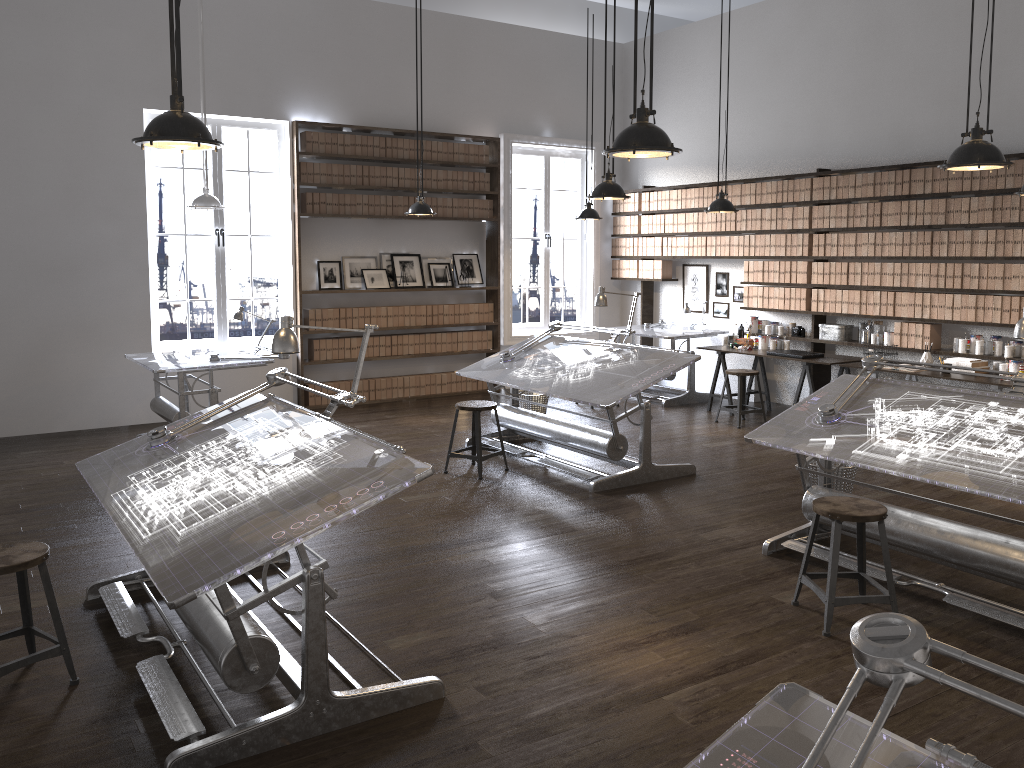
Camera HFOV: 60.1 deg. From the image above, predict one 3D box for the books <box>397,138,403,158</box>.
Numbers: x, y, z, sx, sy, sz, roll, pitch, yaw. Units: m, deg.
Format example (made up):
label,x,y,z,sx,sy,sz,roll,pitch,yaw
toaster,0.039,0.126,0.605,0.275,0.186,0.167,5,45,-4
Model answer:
label,x,y,z,sx,sy,sz,roll,pitch,yaw
books,-1.277,-2.611,9.856,0.067,0.224,0.175,-4,7,-33

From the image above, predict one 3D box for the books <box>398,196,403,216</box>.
label,x,y,z,sx,sy,sz,roll,pitch,yaw
books,-1.287,-1.986,9.913,0.067,0.224,0.175,-4,7,-33

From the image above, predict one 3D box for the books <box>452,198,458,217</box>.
label,x,y,z,sx,sy,sz,roll,pitch,yaw
books,-0.701,-2.040,10.288,0.067,0.225,0.175,-4,7,-33

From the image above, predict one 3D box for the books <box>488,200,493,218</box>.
label,x,y,z,sx,sy,sz,roll,pitch,yaw
books,-0.298,-2.078,10.553,0.067,0.224,0.175,-4,7,-33

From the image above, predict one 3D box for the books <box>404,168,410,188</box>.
label,x,y,z,sx,sy,sz,roll,pitch,yaw
books,-1.212,-2.301,9.931,0.067,0.224,0.175,-4,7,-33

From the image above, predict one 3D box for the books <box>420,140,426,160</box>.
label,x,y,z,sx,sy,sz,roll,pitch,yaw
books,-1.039,-2.634,10.015,0.067,0.224,0.175,-4,7,-33

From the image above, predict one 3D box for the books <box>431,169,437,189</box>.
label,x,y,z,sx,sy,sz,roll,pitch,yaw
books,-0.926,-2.328,10.114,0.067,0.225,0.175,-4,7,-33

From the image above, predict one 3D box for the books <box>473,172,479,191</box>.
label,x,y,z,sx,sy,sz,roll,pitch,yaw
books,-0.459,-2.372,10.415,0.067,0.225,0.175,-4,7,-33

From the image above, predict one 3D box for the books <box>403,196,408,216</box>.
label,x,y,z,sx,sy,sz,roll,pitch,yaw
books,-1.233,-1.991,9.951,0.067,0.224,0.175,-4,7,-33

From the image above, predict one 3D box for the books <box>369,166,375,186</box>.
label,x,y,z,sx,sy,sz,roll,pitch,yaw
books,-1.567,-2.269,9.706,0.067,0.224,0.175,-4,7,-33

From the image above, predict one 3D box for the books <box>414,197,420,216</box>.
label,x,y,z,sx,sy,sz,roll,pitch,yaw
books,-1.108,-2.003,10.032,0.067,0.224,0.175,-4,7,-33

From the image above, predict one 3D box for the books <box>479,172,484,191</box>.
label,x,y,z,sx,sy,sz,roll,pitch,yaw
books,-0.399,-2.378,10.460,0.067,0.224,0.175,-4,7,-33

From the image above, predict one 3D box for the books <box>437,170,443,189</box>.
label,x,y,z,sx,sy,sz,roll,pitch,yaw
books,-0.867,-2.334,10.154,0.067,0.224,0.175,-4,7,-33

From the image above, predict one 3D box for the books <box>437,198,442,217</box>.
label,x,y,z,sx,sy,sz,roll,pitch,yaw
books,-0.870,-2.024,10.178,0.067,0.225,0.175,-4,7,-33

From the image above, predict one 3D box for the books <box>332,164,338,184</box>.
label,x,y,z,sx,sy,sz,roll,pitch,yaw
books,-1.924,-2.235,9.468,0.067,0.225,0.175,-4,7,-33

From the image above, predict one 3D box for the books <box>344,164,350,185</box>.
label,x,y,z,sx,sy,sz,roll,pitch,yaw
books,-1.811,-2.246,9.548,0.067,0.224,0.175,-4,7,-33

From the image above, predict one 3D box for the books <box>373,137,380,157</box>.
label,x,y,z,sx,sy,sz,roll,pitch,yaw
books,-1.518,-2.588,9.703,0.067,0.224,0.175,-4,7,-33

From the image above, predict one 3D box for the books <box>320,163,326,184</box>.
label,x,y,z,sx,sy,sz,roll,pitch,yaw
books,-2.034,-2.225,9.401,0.067,0.224,0.175,-4,7,-33

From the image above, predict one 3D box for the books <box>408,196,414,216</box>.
label,x,y,z,sx,sy,sz,roll,pitch,yaw
books,-1.168,-1.996,9.986,0.067,0.225,0.175,-4,7,-33

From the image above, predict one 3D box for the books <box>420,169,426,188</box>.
label,x,y,z,sx,sy,sz,roll,pitch,yaw
books,-1.047,-2.318,10.043,0.067,0.224,0.175,-4,7,-33

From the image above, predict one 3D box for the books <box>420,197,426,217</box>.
label,x,y,z,sx,sy,sz,roll,pitch,yaw
books,-1.046,-2.008,10.066,0.067,0.224,0.175,-4,7,-33

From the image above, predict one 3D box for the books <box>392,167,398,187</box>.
label,x,y,z,sx,sy,sz,roll,pitch,yaw
books,-1.336,-2.290,9.852,0.067,0.224,0.175,-4,7,-33

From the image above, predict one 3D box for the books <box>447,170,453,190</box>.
label,x,y,z,sx,sy,sz,roll,pitch,yaw
books,-0.756,-2.344,10.222,0.067,0.225,0.175,-4,7,-33

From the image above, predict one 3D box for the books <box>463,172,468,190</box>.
label,x,y,z,sx,sy,sz,roll,pitch,yaw
books,-0.582,-2.360,10.337,0.067,0.224,0.175,-4,7,-33

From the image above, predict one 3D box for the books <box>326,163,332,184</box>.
label,x,y,z,sx,sy,sz,roll,pitch,yaw
books,-1.982,-2.230,9.436,0.067,0.224,0.175,-4,7,-33

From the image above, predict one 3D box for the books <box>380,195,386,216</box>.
label,x,y,z,sx,sy,sz,roll,pitch,yaw
books,-1.461,-1.969,9.800,0.067,0.224,0.175,-4,7,-33

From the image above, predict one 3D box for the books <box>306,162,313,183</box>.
label,x,y,z,sx,sy,sz,roll,pitch,yaw
books,-2.155,-2.214,9.325,0.067,0.224,0.175,-4,7,-33

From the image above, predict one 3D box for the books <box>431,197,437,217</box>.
label,x,y,z,sx,sy,sz,roll,pitch,yaw
books,-0.929,-2.019,10.146,0.067,0.224,0.175,-4,7,-33

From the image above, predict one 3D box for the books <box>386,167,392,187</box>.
label,x,y,z,sx,sy,sz,roll,pitch,yaw
books,-1.395,-2.284,9.810,0.067,0.224,0.175,-4,7,-33

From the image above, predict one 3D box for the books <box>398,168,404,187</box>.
label,x,y,z,sx,sy,sz,roll,pitch,yaw
books,-1.272,-2.296,9.890,0.067,0.225,0.175,-4,7,-33

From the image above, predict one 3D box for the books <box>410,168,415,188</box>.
label,x,y,z,sx,sy,sz,roll,pitch,yaw
books,-1.160,-2.307,9.967,0.067,0.224,0.175,-4,7,-33

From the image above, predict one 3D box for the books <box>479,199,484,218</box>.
label,x,y,z,sx,sy,sz,roll,pitch,yaw
books,-0.407,-2.067,10.476,0.067,0.225,0.175,-4,7,-33

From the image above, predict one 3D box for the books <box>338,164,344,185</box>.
label,x,y,z,sx,sy,sz,roll,pitch,yaw
books,-1.870,-2.241,9.510,0.067,0.224,0.175,-4,7,-33

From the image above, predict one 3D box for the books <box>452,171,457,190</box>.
label,x,y,z,sx,sy,sz,roll,pitch,yaw
books,-0.703,-2.350,10.264,0.067,0.224,0.175,-4,7,-33

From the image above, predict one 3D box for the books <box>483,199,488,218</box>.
label,x,y,z,sx,sy,sz,roll,pitch,yaw
books,-0.357,-2.073,10.514,0.067,0.224,0.175,-4,7,-33

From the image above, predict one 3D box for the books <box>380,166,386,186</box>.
label,x,y,z,sx,sy,sz,roll,pitch,yaw
books,-1.455,-2.278,9.770,0.067,0.225,0.175,-4,7,-33

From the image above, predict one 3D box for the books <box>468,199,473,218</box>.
label,x,y,z,sx,sy,sz,roll,pitch,yaw
books,-0.525,-2.057,10.404,0.067,0.224,0.175,-4,7,-33

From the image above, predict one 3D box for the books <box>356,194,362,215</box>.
label,x,y,z,sx,sy,sz,roll,pitch,yaw
books,-1.698,-1.947,9.647,0.067,0.224,0.175,-4,7,-33

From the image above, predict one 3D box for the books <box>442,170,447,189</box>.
label,x,y,z,sx,sy,sz,roll,pitch,yaw
books,-0.815,-2.339,10.190,0.067,0.224,0.175,-4,7,-33

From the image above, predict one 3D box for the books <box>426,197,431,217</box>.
label,x,y,z,sx,sy,sz,roll,pitch,yaw
books,-0.989,-2.014,10.108,0.067,0.224,0.175,-4,7,-33

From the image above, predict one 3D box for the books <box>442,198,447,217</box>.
label,x,y,z,sx,sy,sz,roll,pitch,yaw
books,-0.816,-2.030,10.218,0.067,0.224,0.175,-4,7,-33

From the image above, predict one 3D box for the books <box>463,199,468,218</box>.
label,x,y,z,sx,sy,sz,roll,pitch,yaw
books,-0.586,-2.052,10.369,0.067,0.224,0.175,-4,7,-33

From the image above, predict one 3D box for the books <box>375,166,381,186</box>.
label,x,y,z,sx,sy,sz,roll,pitch,yaw
books,-1.511,-2.274,9.740,0.067,0.224,0.175,-4,7,-33

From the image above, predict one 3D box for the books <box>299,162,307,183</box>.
label,x,y,z,sx,sy,sz,roll,pitch,yaw
books,-2.215,-2.209,9.289,0.067,0.224,0.175,-4,7,-33

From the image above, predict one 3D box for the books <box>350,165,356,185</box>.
label,x,y,z,sx,sy,sz,roll,pitch,yaw
books,-1.749,-2.251,9.583,0.067,0.224,0.175,-4,7,-33

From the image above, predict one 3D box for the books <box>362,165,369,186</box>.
label,x,y,z,sx,sy,sz,roll,pitch,yaw
books,-1.626,-2.263,9.662,0.067,0.225,0.175,-4,7,-33

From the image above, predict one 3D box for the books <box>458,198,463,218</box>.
label,x,y,z,sx,sy,sz,roll,pitch,yaw
books,-0.644,-2.046,10.330,0.067,0.224,0.175,-4,7,-33

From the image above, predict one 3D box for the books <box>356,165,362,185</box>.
label,x,y,z,sx,sy,sz,roll,pitch,yaw
books,-1.692,-2.257,9.626,0.067,0.224,0.175,-4,7,-33

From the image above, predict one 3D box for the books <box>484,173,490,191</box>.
label,x,y,z,sx,sy,sz,roll,pitch,yaw
books,-0.334,-2.384,10.499,0.067,0.224,0.175,-4,7,-33

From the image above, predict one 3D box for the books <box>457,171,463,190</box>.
label,x,y,z,sx,sy,sz,roll,pitch,yaw
books,-0.643,-2.355,10.302,0.067,0.224,0.175,-4,7,-33

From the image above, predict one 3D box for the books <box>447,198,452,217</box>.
label,x,y,z,sx,sy,sz,roll,pitch,yaw
books,-0.762,-2.034,10.251,0.067,0.224,0.175,-4,7,-33

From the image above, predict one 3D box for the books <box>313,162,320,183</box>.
label,x,y,z,sx,sy,sz,roll,pitch,yaw
books,-2.094,-2.219,9.360,0.067,0.225,0.175,-4,7,-33

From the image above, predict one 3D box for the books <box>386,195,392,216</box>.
label,x,y,z,sx,sy,sz,roll,pitch,yaw
books,-1.398,-1.975,9.836,0.067,0.224,0.175,-4,7,-33

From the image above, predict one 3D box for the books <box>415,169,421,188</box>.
label,x,y,z,sx,sy,sz,roll,pitch,yaw
books,-1.102,-2.311,9.999,0.067,0.225,0.175,-4,7,-33

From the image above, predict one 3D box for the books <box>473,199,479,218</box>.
label,x,y,z,sx,sy,sz,roll,pitch,yaw
books,-0.463,-2.062,10.440,0.067,0.224,0.175,-4,7,-33

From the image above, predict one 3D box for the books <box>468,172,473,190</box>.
label,x,y,z,sx,sy,sz,roll,pitch,yaw
books,-0.524,-2.366,10.379,0.067,0.224,0.175,-4,7,-33

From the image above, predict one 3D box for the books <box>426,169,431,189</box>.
label,x,y,z,sx,sy,sz,roll,pitch,yaw
books,-0.988,-2.323,10.079,0.067,0.224,0.175,-4,7,-33
